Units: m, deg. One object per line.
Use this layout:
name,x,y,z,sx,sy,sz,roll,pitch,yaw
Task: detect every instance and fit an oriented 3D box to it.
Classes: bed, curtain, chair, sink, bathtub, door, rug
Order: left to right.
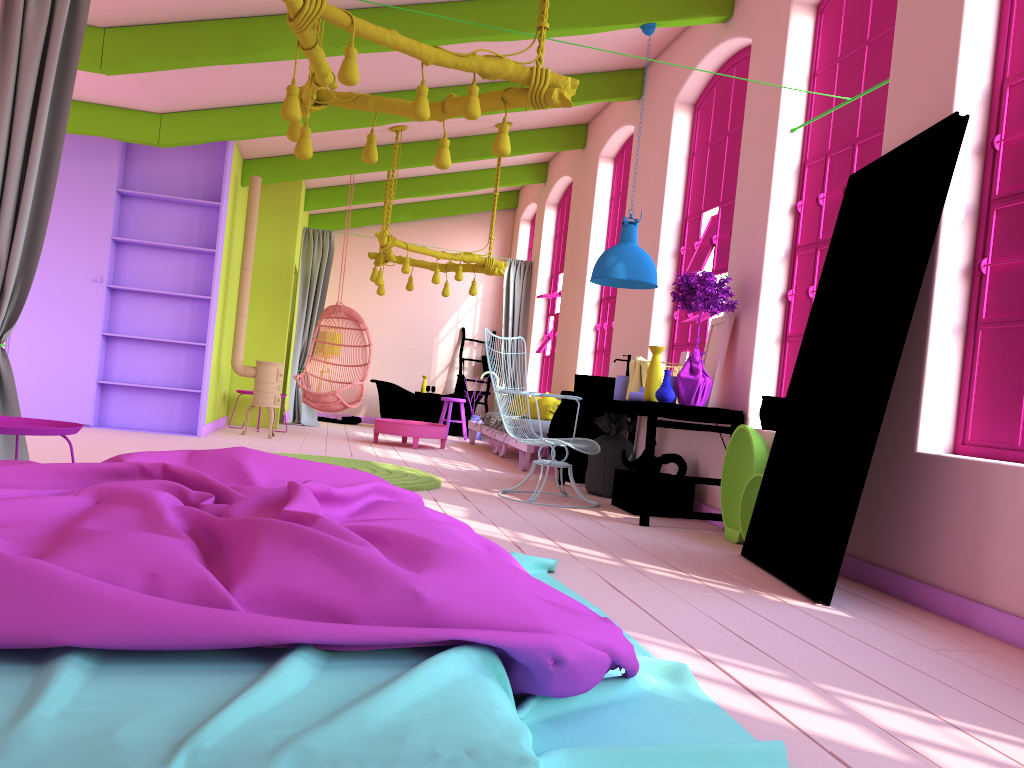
curtain,-2.404,-0.825,4.235,0.519,2.785,0.525,6,0,-31
bed,-0.774,0.482,2.329,2.803,0.514,3.575,6,0,-12
curtain,-2.838,-0.827,12.410,0.519,2.785,0.525,6,0,-31
rug,-1.492,0.667,6.834,1.889,0.050,1.888,6,0,-24
chair,-2.074,-1.209,10.758,0.860,3.130,0.806,6,0,8
bathtub,-1.296,0.386,13.821,1.889,0.740,0.826,6,0,-12
chair,-0.885,0.498,12.779,0.473,0.593,0.446,6,0,-43
curtain,0.022,-0.468,12.990,0.518,2.785,0.525,6,0,8
chair,0.266,0.255,6.714,0.924,1.238,1.079,6,0,23
sink,0.740,0.022,7.504,0.340,0.194,0.609,6,0,-12
door,1.642,-0.104,4.433,0.450,2.211,1.153,6,0,-1

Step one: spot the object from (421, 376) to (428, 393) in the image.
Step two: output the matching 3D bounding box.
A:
object,-1.363,0.033,13.767,0.097,0.321,0.097,6,0,0

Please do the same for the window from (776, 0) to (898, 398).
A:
window,2.048,-1.180,5.385,0.072,3.047,1.274,6,0,-11

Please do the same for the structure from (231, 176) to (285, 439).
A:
structure,-2.704,-0.830,9.784,0.577,2.814,0.403,6,0,6

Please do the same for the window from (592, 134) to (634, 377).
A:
window,1.177,-1.242,9.676,0.072,3.047,1.274,6,0,-11

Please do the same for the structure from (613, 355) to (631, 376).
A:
structure,0.927,-0.058,7.565,0.166,0.397,0.087,6,0,-2

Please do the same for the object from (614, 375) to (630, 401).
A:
object,0.869,0.033,7.024,0.109,0.197,0.109,6,0,-19

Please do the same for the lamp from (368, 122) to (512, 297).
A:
lamp,-1.066,-2.125,10.541,1.611,2.264,1.774,6,0,-30

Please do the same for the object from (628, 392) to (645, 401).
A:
object,0.936,0.100,6.586,0.137,0.076,0.076,6,0,8

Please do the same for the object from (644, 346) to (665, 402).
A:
object,0.983,-0.068,6.135,0.116,0.383,0.116,6,0,-38

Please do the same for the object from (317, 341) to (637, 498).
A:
object,-0.963,-0.020,10.835,2.827,1.580,7.863,6,0,-11

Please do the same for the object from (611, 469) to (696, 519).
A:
object,1.042,0.813,6.595,0.446,0.277,0.521,6,0,-12

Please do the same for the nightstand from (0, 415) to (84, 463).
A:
nightstand,-2.105,0.373,3.631,0.595,0.458,0.596,6,0,26

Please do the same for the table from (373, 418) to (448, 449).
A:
table,-1.215,0.601,10.619,0.885,0.285,0.886,6,0,14

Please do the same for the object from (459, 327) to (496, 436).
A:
object,-0.617,-0.042,14.695,0.604,1.765,0.410,6,0,-12

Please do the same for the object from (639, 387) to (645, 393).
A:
object,0.985,0.081,6.663,0.065,0.118,0.065,6,0,37

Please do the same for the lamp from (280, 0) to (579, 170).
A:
lamp,-0.668,-2.319,4.961,1.611,2.264,1.774,6,0,-30

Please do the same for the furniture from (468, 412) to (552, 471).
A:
furniture,0.113,0.628,10.596,0.908,0.507,3.775,6,0,-11

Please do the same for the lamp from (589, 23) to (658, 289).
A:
lamp,0.963,-1.763,6.809,0.528,2.002,0.529,6,0,20

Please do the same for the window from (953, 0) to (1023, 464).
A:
window,2.438,-1.142,3.518,0.214,3.009,1.513,6,0,-11

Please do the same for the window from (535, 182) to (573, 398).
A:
window,0.689,-1.267,12.080,0.551,3.009,1.513,6,0,-11

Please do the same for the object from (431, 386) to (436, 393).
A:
object,-1.227,0.120,13.795,0.069,0.170,0.069,6,0,8

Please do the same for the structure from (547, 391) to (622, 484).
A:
structure,0.687,0.505,8.384,0.718,0.845,0.717,6,0,-44

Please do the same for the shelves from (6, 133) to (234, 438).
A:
shelves,-3.880,-1.092,8.784,1.842,3.104,0.384,6,0,-12

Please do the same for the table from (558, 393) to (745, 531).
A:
table,0.984,0.536,6.905,0.655,0.821,2.192,6,0,-11

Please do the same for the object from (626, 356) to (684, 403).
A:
object,1.123,-0.024,6.893,0.444,0.369,0.633,6,0,-12

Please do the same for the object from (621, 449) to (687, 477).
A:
object,1.055,0.722,6.744,0.300,0.448,0.671,6,0,-36

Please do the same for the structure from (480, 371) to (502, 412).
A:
structure,-0.302,0.337,14.001,0.451,1.061,0.254,6,0,32

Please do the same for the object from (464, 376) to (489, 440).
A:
object,-0.542,0.334,13.193,0.451,0.987,0.277,6,0,33

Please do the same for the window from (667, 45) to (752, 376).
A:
window,1.670,-1.198,7.266,0.492,3.003,1.497,6,0,-11

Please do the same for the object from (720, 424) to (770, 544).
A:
object,1.495,0.626,5.513,0.218,0.733,0.451,6,0,-12

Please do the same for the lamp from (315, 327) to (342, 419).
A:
lamp,-3.003,-0.173,14.101,0.491,1.466,0.476,6,0,18

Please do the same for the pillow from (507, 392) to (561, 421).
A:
pillow,0.298,0.282,10.708,0.578,0.399,1.997,6,0,-12

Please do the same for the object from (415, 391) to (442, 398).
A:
object,-1.306,0.173,13.814,0.360,0.068,1.323,6,0,-11

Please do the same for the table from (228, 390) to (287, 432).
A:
table,-3.015,0.324,10.607,0.595,0.458,0.596,6,0,26

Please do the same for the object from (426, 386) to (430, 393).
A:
object,-1.292,0.112,13.616,0.069,0.170,0.069,6,0,8

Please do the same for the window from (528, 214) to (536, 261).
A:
window,0.310,-1.304,13.950,0.072,3.047,1.274,6,0,-11

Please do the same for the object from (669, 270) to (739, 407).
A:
object,1.284,-0.317,6.134,0.502,0.951,0.441,6,0,38

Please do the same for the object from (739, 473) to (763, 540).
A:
object,1.475,0.756,5.177,0.137,0.463,0.284,6,0,-27

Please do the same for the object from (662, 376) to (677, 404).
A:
object,1.107,0.043,6.234,0.109,0.197,0.109,6,0,26

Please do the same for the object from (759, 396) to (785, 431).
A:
object,1.706,0.194,5.780,0.182,0.223,0.182,6,0,-34

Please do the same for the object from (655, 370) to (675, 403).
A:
object,1.033,0.017,5.945,0.132,0.219,0.132,6,0,5
